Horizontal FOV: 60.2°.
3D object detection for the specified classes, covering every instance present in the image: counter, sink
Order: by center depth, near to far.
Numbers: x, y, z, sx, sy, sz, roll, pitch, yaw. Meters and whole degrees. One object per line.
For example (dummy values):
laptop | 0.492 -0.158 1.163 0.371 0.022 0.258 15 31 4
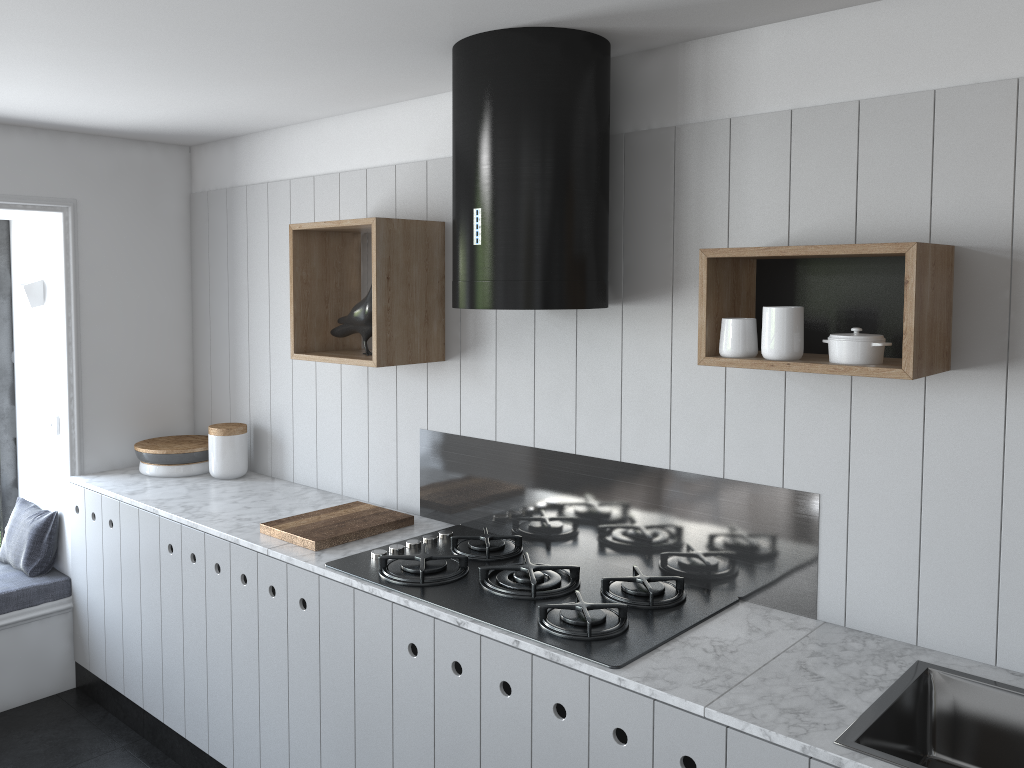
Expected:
sink | 1.146 0.722 1.279 1.212 0.166 0.441 6 9 42
counter | 0.697 0.603 1.721 6.308 0.020 0.565 6 9 42

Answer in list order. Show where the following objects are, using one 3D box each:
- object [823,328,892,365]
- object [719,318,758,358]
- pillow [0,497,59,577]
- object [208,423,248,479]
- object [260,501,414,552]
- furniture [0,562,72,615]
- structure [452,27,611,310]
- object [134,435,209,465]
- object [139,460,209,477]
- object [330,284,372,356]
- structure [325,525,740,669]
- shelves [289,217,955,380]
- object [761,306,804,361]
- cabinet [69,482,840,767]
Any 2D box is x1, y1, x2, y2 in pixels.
object | 0.707 -0.080 1.815 0.131 0.073 0.107 2 6 21
object | 0.504 -0.102 1.964 0.082 0.088 0.085 -1 5 -12
pillow | -2.067 0.666 3.802 0.414 0.292 0.176 5 7 42
object | -1.158 0.275 3.606 0.156 0.212 0.153 1 5 11
object | -0.561 0.452 2.850 0.299 0.030 0.390 6 9 42
furniture | -2.386 0.857 3.497 0.614 0.115 1.024 6 9 42
structure | 0.049 -0.637 2.331 0.414 0.866 0.416 0 4 -1
object | -1.412 0.280 3.752 0.360 0.065 0.360 0 7 2
object | -1.412 0.338 3.756 0.323 0.055 0.330 -1 7 -9
object | -0.491 -0.267 2.946 0.344 0.333 0.135 5 6 43
structure | 0.020 0.500 2.339 1.012 0.048 0.540 6 9 42
shelves | 0.711 -0.212 1.839 3.684 0.795 0.292 6 7 42
object | 0.580 -0.108 1.894 0.089 0.115 0.083 4 6 42
cabinet | 0.512 1.013 1.539 6.304 0.745 0.010 6 7 42
